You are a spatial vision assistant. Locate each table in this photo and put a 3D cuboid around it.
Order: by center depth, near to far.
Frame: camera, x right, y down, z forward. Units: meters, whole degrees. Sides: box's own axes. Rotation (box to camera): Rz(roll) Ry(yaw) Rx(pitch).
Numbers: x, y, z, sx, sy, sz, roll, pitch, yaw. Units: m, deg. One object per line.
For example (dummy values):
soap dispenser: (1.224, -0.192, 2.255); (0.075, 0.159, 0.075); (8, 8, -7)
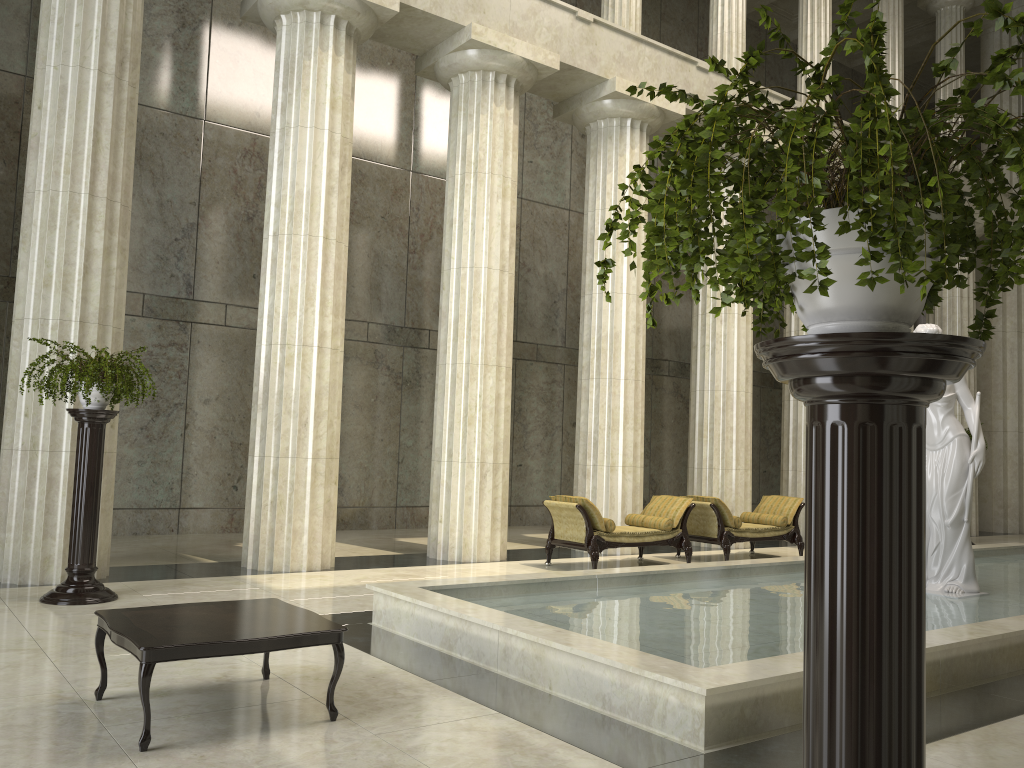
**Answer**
table: (-1.639, 1.552, 4.910); (1.123, 0.494, 1.134); (5, -6, -37)

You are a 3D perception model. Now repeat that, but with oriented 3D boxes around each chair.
chair: (1.453, 1.972, 11.901); (2.172, 0.950, 0.993); (5, -5, -36)
chair: (3.445, 2.156, 13.346); (2.172, 0.950, 0.993); (5, -5, -36)

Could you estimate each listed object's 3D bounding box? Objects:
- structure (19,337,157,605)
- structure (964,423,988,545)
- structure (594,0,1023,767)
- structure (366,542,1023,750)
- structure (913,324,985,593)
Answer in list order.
structure: (-3.908, 0.771, 8.174); (1.159, 2.386, 1.053); (3, -4, -6)
structure: (8.685, 1.928, 17.290); (1.053, 2.386, 1.159); (6, -6, -41)
structure: (0.694, 0.447, 1.790); (1.053, 2.386, 1.159); (3, -4, -6)
structure: (4.532, 2.296, 9.350); (11.573, 0.508, 3.754); (5, -5, -36)
structure: (4.549, 0.847, 9.466); (0.729, 3.044, 0.940); (6, -6, -41)
